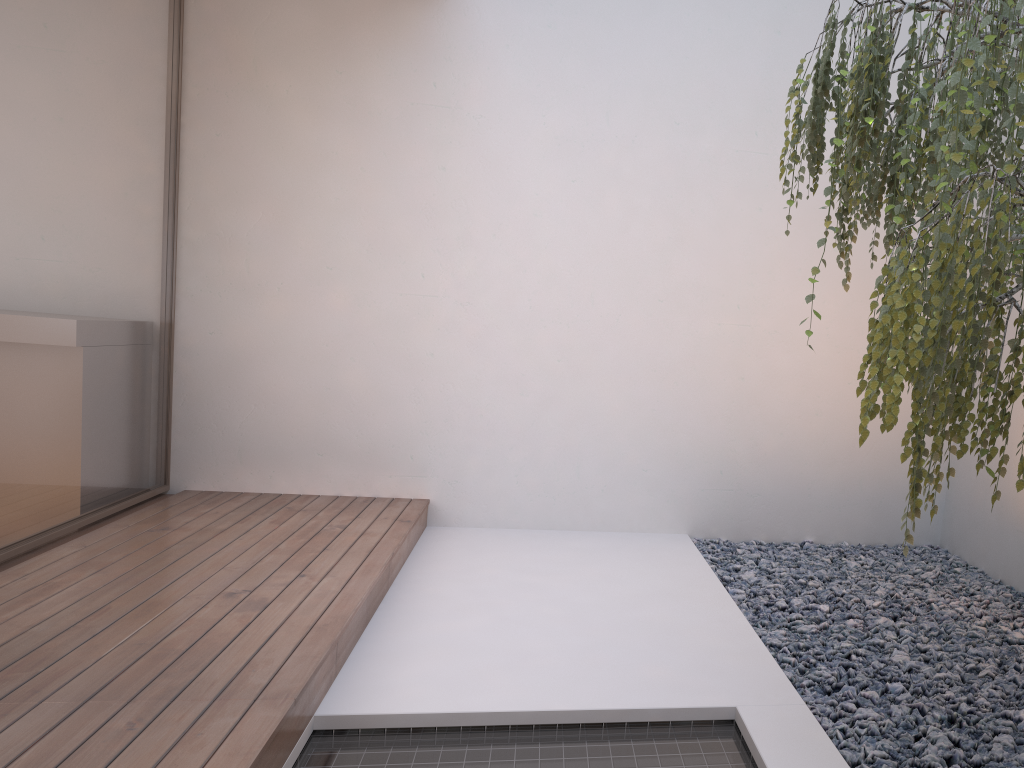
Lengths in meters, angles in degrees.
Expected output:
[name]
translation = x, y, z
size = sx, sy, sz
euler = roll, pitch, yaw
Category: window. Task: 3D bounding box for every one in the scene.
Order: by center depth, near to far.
[window]
translation = -1.604, -0.604, 1.512
size = 0.063, 2.480, 4.470
euler = 3, 4, 2

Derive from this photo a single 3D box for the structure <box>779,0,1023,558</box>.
[structure]
translation = 1.657, -0.937, 2.131
size = 1.897, 4.011, 2.252
euler = 3, 6, -8
